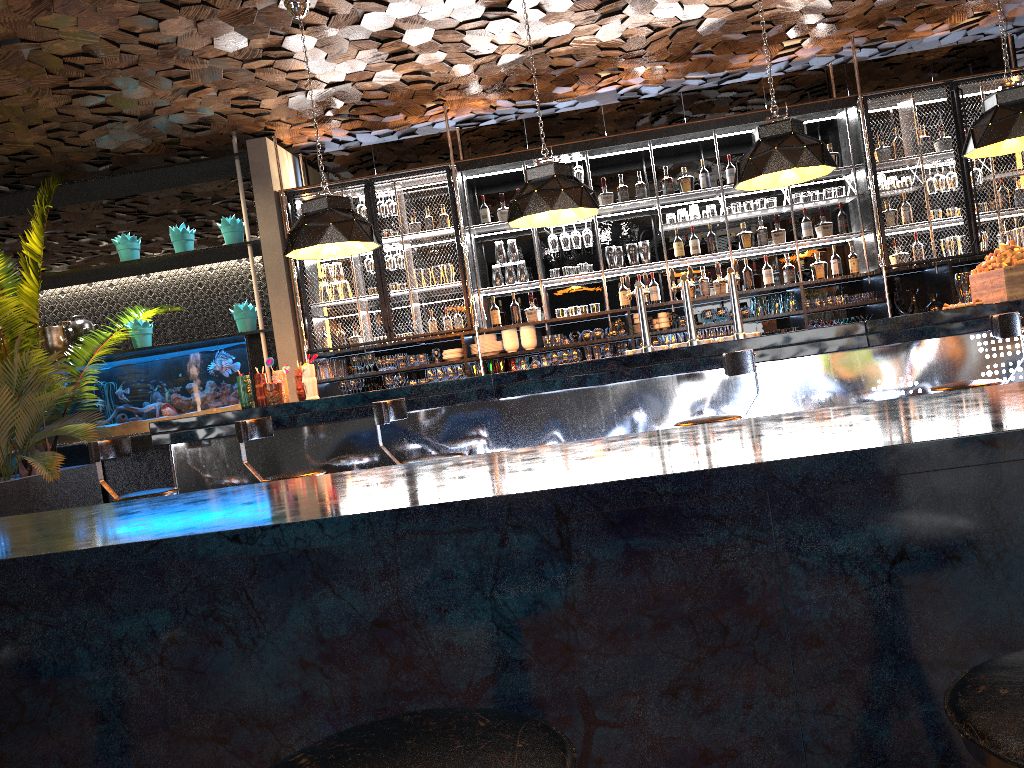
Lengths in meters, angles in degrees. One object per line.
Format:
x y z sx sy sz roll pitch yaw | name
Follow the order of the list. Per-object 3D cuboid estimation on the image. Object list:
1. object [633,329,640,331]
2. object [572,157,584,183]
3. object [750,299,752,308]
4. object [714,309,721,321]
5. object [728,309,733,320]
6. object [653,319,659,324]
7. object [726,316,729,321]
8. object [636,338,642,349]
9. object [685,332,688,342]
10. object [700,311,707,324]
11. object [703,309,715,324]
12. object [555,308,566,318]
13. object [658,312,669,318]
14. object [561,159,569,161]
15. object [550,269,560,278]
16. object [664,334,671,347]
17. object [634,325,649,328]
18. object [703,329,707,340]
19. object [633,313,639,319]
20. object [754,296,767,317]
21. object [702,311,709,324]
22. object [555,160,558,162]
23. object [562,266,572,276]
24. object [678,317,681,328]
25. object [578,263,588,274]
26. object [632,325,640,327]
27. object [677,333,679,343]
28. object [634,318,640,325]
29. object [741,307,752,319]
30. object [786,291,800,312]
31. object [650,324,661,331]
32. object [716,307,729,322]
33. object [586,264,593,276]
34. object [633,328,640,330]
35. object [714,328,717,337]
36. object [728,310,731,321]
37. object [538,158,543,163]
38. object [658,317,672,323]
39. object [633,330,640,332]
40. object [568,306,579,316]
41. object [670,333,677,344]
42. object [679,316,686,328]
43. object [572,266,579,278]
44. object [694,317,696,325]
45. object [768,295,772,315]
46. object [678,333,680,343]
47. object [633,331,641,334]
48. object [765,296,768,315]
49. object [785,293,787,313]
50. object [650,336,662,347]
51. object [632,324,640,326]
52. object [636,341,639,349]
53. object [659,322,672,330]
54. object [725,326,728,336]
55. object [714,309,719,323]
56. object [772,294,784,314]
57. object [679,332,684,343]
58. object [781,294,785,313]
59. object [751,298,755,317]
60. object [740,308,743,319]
1.147 -0.480 7.898 0.149 0.023 0.149 -8 1 -10 | object
0.606 -1.947 8.111 0.092 0.244 0.092 -9 1 -34 | object
2.171 -0.680 7.927 0.115 0.172 0.101 -8 1 -10 | object
1.858 -0.612 7.885 0.108 0.126 0.108 -8 1 1 | object
1.940 -0.607 7.736 0.098 0.097 0.098 -8 1 -15 | object
1.312 -0.552 7.955 0.094 0.069 0.105 -8 1 -17 | object
1.965 -0.614 8.017 0.098 0.097 0.098 -8 1 -3 | object
1.164 -0.291 7.851 0.108 0.227 0.108 -8 1 -3 | object
1.588 -0.355 7.974 0.049 0.231 0.049 -8 1 8 | object
1.757 -0.599 8.019 0.100 0.125 0.100 -8 1 19 | object
1.735 -0.592 7.779 0.100 0.125 0.100 -7 1 45 | object
0.441 -0.635 8.026 0.089 0.092 0.089 -8 1 -22 | object
1.339 -0.600 7.853 0.094 0.068 0.106 -8 1 6 | object
0.503 -1.933 8.121 0.092 0.244 0.092 -9 1 -34 | object
0.394 -0.999 8.087 0.089 0.092 0.089 -8 1 -16 | object
1.373 -0.324 7.815 0.058 0.234 0.058 -9 1 -41 | object
1.145 -0.501 7.897 0.149 0.026 0.148 -8 1 12 | object
1.710 -0.370 7.910 0.091 0.229 0.091 -8 1 27 | object
1.121 -0.597 7.895 0.094 0.069 0.106 -8 1 12 | object
2.146 -0.673 7.685 0.115 0.172 0.101 -8 1 35 | object
1.748 -0.596 7.901 0.100 0.125 0.100 -9 1 -37 | object
0.406 -1.919 8.131 0.092 0.244 0.092 -9 1 -34 | object
0.503 -1.014 8.032 0.089 0.092 0.089 -8 1 -16 | object
1.497 -0.546 7.836 0.067 0.099 0.058 -8 1 -25 | object
0.638 -1.032 7.957 0.089 0.092 0.089 -8 1 -10 | object
1.142 -0.511 7.897 0.149 0.025 0.149 -9 1 -32 | object
1.520 -0.345 7.985 0.049 0.231 0.049 -8 1 -5 | object
1.138 -0.554 7.895 0.107 0.070 0.094 -8 1 36 | object
2.042 -0.621 7.720 0.098 0.097 0.098 -7 1 40 | object
2.417 -0.711 7.656 0.101 0.172 0.115 -8 1 35 | object
1.311 -0.506 7.959 0.106 0.067 0.094 -9 1 -32 | object
1.845 -0.608 7.770 0.108 0.126 0.108 -7 1 40 | object
0.702 -1.044 8.132 0.089 0.092 0.089 -8 1 -10 | object
1.145 -0.492 7.897 0.149 0.024 0.149 -8 1 5 | object
1.805 -0.383 7.901 0.091 0.229 0.091 -7 1 38 | object
1.952 -0.610 7.836 0.098 0.097 0.098 -7 1 44 | object
0.282 -1.900 7.978 0.092 0.244 0.092 -9 1 -34 | object
1.349 -0.556 7.864 0.106 0.069 0.094 -9 1 -43 | object
1.149 -0.468 7.898 0.149 0.023 0.149 -8 1 -26 | object
0.558 -0.652 8.001 0.089 0.092 0.089 -9 1 -31 | object
1.431 -0.332 7.818 0.058 0.234 0.058 -8 1 9 | object
1.492 -0.544 7.768 0.067 0.099 0.058 -9 1 -39 | object
0.583 -1.027 8.137 0.089 0.092 0.089 -7 1 38 | object
1.605 -0.562 7.901 0.058 0.099 0.067 -8 1 18 | object
2.293 -0.695 7.790 0.101 0.172 0.115 -8 1 35 | object
1.506 -0.342 7.859 0.049 0.231 0.049 -8 1 14 | object
1.150 -0.458 7.898 0.149 0.022 0.149 -8 1 -26 | object
2.302 -0.698 7.909 0.101 0.172 0.115 -8 1 10 | object
2.435 -0.715 7.772 0.115 0.172 0.101 -8 1 -10 | object
1.278 -0.307 7.841 0.108 0.227 0.108 -8 1 -24 | object
1.139 -0.522 7.897 0.149 0.026 0.148 -8 1 12 | object
1.193 -0.299 8.091 0.108 0.227 0.108 -7 1 37 | object
1.358 -0.511 7.861 0.106 0.067 0.094 -8 1 -6 | object
1.898 -0.396 7.889 0.091 0.229 0.091 -8 1 -1 | object
1.868 -0.615 8.007 0.108 0.126 0.108 -8 1 -23 | object
2.285 -0.692 7.662 0.115 0.172 0.101 -8 1 -10 | object
1.498 -0.340 7.793 0.049 0.231 0.049 -8 1 17 | object
2.439 -0.717 7.900 0.115 0.172 0.101 -8 1 15 | object
2.152 -0.675 7.806 0.115 0.172 0.101 -8 1 15 | object
2.049 -0.623 7.827 0.098 0.097 0.098 -8 1 30 | object
